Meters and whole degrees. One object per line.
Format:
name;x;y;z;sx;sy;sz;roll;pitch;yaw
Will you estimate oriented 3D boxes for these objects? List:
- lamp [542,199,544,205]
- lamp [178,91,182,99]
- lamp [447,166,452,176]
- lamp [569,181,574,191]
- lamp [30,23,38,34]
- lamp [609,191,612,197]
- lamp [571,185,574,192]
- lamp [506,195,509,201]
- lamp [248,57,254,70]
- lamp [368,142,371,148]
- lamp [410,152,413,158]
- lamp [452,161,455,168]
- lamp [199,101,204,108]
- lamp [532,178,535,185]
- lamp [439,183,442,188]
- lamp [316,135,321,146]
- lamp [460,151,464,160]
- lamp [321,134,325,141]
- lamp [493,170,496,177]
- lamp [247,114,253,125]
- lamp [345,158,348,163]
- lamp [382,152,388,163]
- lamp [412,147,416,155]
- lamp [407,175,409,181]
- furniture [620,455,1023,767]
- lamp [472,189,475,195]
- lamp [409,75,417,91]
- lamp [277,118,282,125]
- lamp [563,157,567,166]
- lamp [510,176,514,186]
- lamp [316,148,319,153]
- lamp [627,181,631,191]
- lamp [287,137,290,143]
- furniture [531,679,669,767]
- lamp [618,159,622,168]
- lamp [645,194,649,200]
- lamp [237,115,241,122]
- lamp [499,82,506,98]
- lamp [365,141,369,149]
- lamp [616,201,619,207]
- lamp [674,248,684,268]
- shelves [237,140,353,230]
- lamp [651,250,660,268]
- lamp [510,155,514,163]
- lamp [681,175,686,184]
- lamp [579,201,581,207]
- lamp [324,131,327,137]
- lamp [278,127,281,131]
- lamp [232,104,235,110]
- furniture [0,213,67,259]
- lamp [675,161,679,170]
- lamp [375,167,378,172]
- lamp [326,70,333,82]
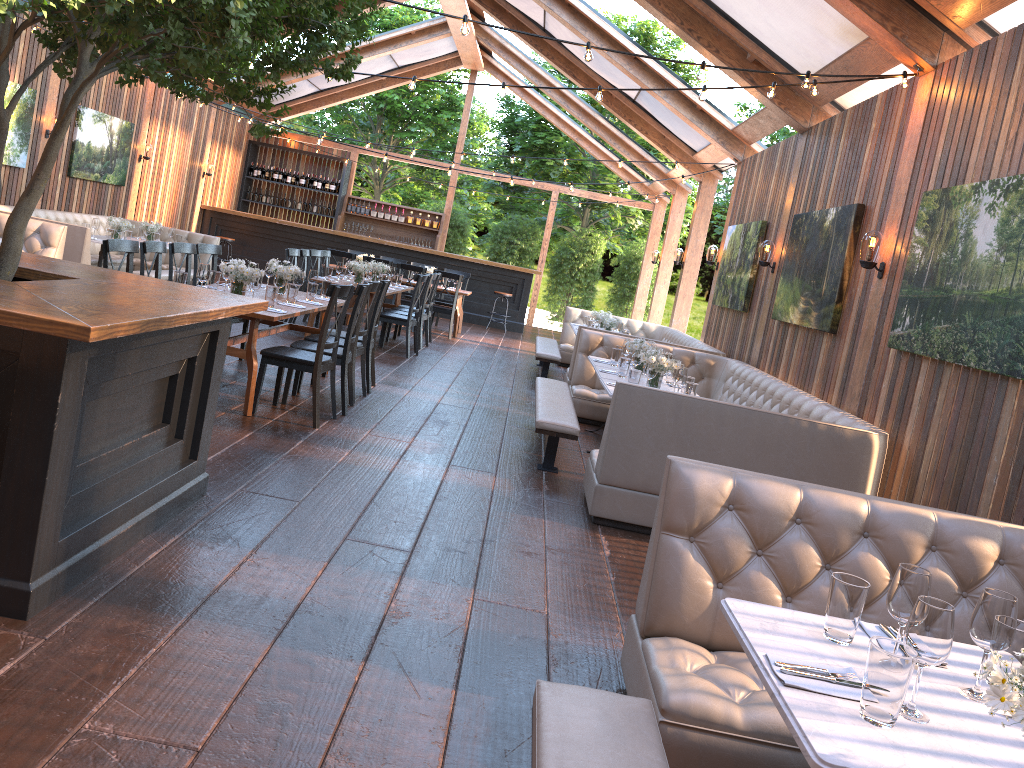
lamp;0.631;-3.662;17.806;0.056;0.120;0.057;8;6;-34
lamp;-3.572;-3.124;9.518;0.057;0.120;0.056;14;6;28
lamp;-0.726;-2.491;10.355;0.056;0.120;0.056;11;5;-1
lamp;0.731;-2.415;10.805;0.056;0.120;0.057;11;5;-3
lamp;-4.928;-3.670;9.123;0.061;0.118;0.056;13;5;23
lamp;1.850;-3.565;16.580;0.056;0.120;0.057;9;5;-21
lamp;1.124;-3.612;16.357;0.056;0.120;0.057;11;5;-6
lamp;-0.086;-3.799;18.030;0.056;0.120;0.057;7;6;-37
lamp;-2.208;-2.718;7.506;0.056;0.120;0.056;13;5;15
lamp;-2.480;-4.126;15.274;0.056;0.119;0.057;6;7;-43
lamp;-1.751;-4.005;15.476;0.056;0.120;0.056;12;5;6
lamp;-1.037;-3.894;15.697;0.057;0.120;0.056;14;6;26
lamp;-4.911;-4.429;13.992;0.057;0.117;0.066;14;6;29
lamp;0.399;-3.688;16.131;0.056;0.120;0.056;13;5;17
lamp;-1.498;-4.144;18.485;0.059;0.119;0.057;9;6;-27
lamp;-2.160;-2.733;9.917;0.056;0.120;0.056;13;5;19
lamp;-0.706;-3.251;12.600;0.056;0.120;0.056;13;5;15
lamp;-2.845;-3.705;13.286;0.056;0.119;0.060;9;5;-20
lamp;-0.319;-3.786;15.914;0.056;0.120;0.056;13;5;19
lamp;-2.873;-2.910;9.721;0.056;0.120;0.057;10;5;-12
lamp;-3.584;-4.840;19.159;0.056;0.118;0.062;12;5;6
lamp;-1.451;-2.598;10.144;0.056;0.119;0.056;12;5;6
lamp;-1.419;-3.376;12.828;0.057;0.119;0.057;11;5;-6
lamp;-2.194;-4.355;18.731;0.057;0.120;0.056;14;6;33
furniture;1.254;1.120;1.183;1.709;0.854;4.185;11;8;0
lamp;-0.791;-3.962;18.270;0.056;0.120;0.057;8;6;-31
lamp;-0.790;-2.397;7.043;0.057;0.120;0.056;16;7;41
lamp;-3.910;-4.407;14.858;0.059;0.119;0.056;16;7;43
lamp;0.730;-3.049;12.124;0.056;0.114;0.075;6;7;-44
lamp;0.005;-2.426;10.576;0.056;0.119;0.057;7;6;-39
lamp;-4.268;-5.113;19.385;0.058;0.119;0.057;6;7;-45
lamp;1.461;-2.468;11.022;0.057;0.119;0.059;14;6;31
lamp;-4.944;-5.402;19.582;0.056;0.117;0.067;10;5;-14
furniture;0.152;1.136;1.193;0.313;0.396;2.344;11;8;0
lamp;1.458;-2.965;11.900;0.056;0.114;0.076;11;5;-1
lamp;2.561;-3.562;16.814;0.056;0.117;0.067;12;5;8
lamp;-4.239;-4.131;13.767;0.056;0.120;0.056;13;5;16
lamp;-0.067;-2.268;6.822;0.056;0.120;0.056;12;5;9
lamp;-2.139;-3.531;13.063;0.056;0.120;0.057;8;6;-31
lamp;2.071;-3.519;17.306;0.056;0.119;0.056;12;5;9
lamp;2.696;-2.035;14.296;0.178;0.318;0.147;11;5;0
shelves;-4.911;-3.758;19.592;2.203;2.815;0.504;11;4;1
lamp;2.771;-2.417;17.048;0.178;0.318;0.147;11;5;0
lamp;0.013;-3.146;12.382;0.056;0.120;0.057;9;5;-24
lamp;2.180;-2.600;11.245;0.069;0.116;0.057;12;5;7
lamp;1.349;-3.560;17.541;0.065;0.118;0.057;12;5;3
lamp;-3.197;-4.257;15.065;0.056;0.119;0.057;7;6;-40
lamp;-3.545;-3.898;13.531;0.057;0.120;0.056;15;6;34
lamp;-4.614;-4.586;14.668;0.061;0.118;0.056;13;5;16
furniture;-5.643;-1.127;7.312;1.709;0.854;4.185;11;8;0
lamp;2.183;-2.889;11.686;0.056;0.118;0.065;9;6;-26
lamp;-2.895;-4.586;18.938;0.056;0.118;0.061;11;5;0
lamp;-1.496;-2.548;7.277;0.056;0.120;0.057;9;5;-25
